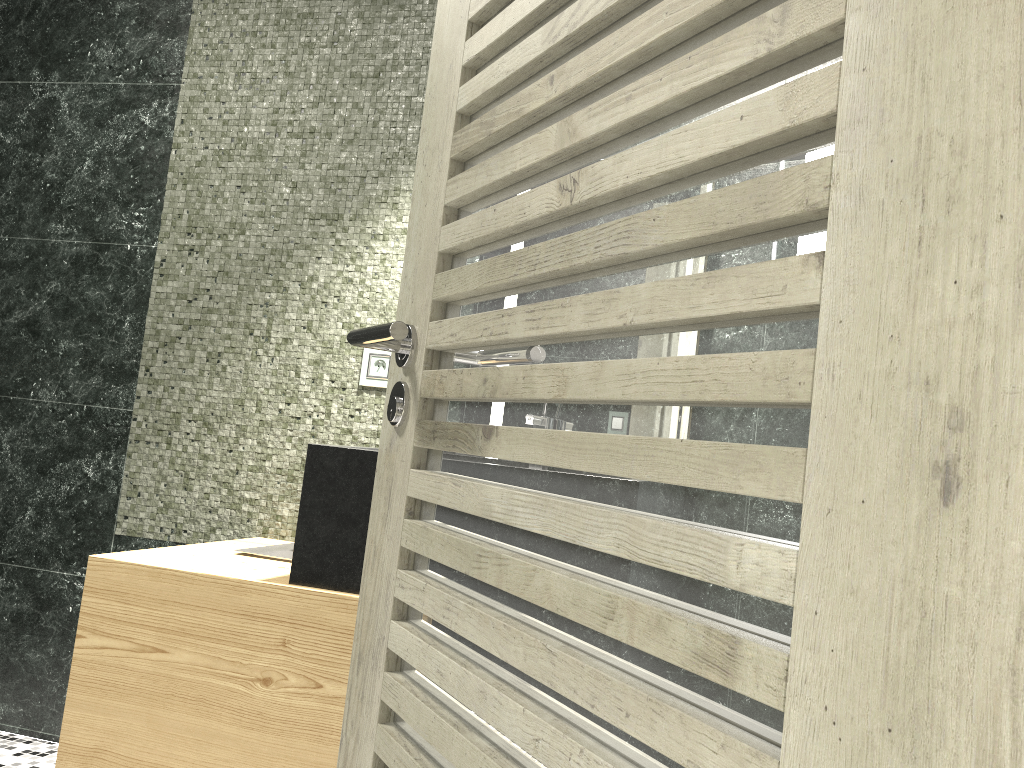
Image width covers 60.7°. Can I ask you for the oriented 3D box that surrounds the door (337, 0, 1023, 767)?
[{"bbox_3d":[-0.183,-0.119,0.799,1.508,2.520,1.041,7,-5,-1],"label":"door"}]

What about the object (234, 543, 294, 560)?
[{"bbox_3d":[-0.542,0.479,2.449,0.305,0.011,0.328,5,-4,18],"label":"object"}]

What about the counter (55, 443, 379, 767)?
[{"bbox_3d":[-0.303,0.701,2.242,1.280,1.054,0.664,5,-5,15],"label":"counter"}]

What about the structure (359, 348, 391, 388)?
[{"bbox_3d":[-0.405,-0.054,2.680,0.119,0.129,0.017,5,-5,13],"label":"structure"}]
